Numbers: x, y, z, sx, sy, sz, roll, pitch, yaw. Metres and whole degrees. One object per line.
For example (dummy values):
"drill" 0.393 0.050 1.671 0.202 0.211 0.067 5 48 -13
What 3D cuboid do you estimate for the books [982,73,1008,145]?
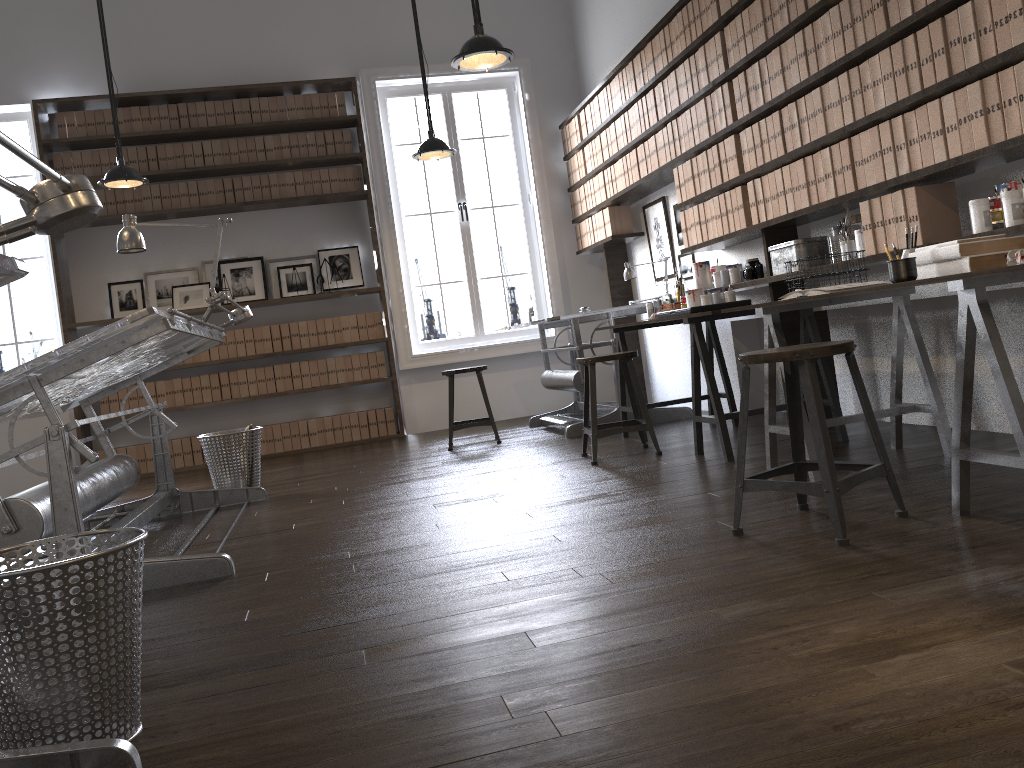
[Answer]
"books" 1.662 -0.909 2.917 0.175 0.226 0.066 -8 0 -12

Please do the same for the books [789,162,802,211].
"books" 1.405 -0.930 4.139 0.175 0.225 0.066 -8 0 -12

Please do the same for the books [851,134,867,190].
"books" 1.508 -0.922 3.654 0.175 0.225 0.066 -8 0 -12

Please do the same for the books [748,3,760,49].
"books" 1.258 -1.741 4.312 0.175 0.225 0.066 -8 0 -12

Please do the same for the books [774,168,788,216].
"books" 1.374 -0.932 4.271 0.175 0.226 0.067 -8 0 -12

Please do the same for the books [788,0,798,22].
"books" 1.331 -1.736 3.973 0.175 0.226 0.066 -8 0 -12

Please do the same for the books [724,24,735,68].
"books" 1.204 -1.746 4.582 0.174 0.226 0.066 -8 0 -12

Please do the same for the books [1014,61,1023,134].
"books" 1.687 -0.906 2.778 0.174 0.226 0.066 -8 0 -12

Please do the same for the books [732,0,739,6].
"books" 1.187 -2.018 4.452 0.175 0.226 0.066 -8 0 -12

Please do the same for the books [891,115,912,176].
"books" 1.561 -0.917 3.386 0.174 0.226 0.066 -8 0 -12

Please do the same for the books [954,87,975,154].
"books" 1.633 -0.911 3.048 0.175 0.225 0.066 -8 0 -12

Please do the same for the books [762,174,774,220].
"books" 1.351 -0.935 4.409 0.174 0.226 0.066 -8 0 -12

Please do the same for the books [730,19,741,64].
"books" 1.217 -1.745 4.513 0.175 0.226 0.066 -8 0 -12

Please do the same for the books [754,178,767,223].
"books" 1.333 -0.936 4.476 0.174 0.226 0.066 -8 0 -12

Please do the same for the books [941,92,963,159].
"books" 1.619 -0.912 3.110 0.175 0.225 0.066 -8 0 -12

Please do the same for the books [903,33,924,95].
"books" 1.551 -1.176 3.266 0.175 0.225 0.066 -8 0 -12

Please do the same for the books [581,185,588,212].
"books" 0.673 -1.527 7.270 0.175 0.226 0.067 -8 0 -12

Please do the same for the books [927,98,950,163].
"books" 1.602 -0.913 3.180 0.175 0.226 0.067 -8 0 -12

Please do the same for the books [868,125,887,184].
"books" 1.528 -0.919 3.527 0.175 0.226 0.067 -8 0 -12

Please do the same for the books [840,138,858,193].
"books" 1.488 -0.922 3.725 0.175 0.226 0.067 -8 0 -12

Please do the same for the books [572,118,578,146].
"books" 0.599 -2.073 7.265 0.175 0.226 0.067 -8 0 -12

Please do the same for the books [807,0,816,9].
"books" 1.362 -1.733 3.827 0.175 0.225 0.066 -8 0 -12

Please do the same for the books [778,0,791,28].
"books" 1.312 -1.736 4.042 0.174 0.226 0.066 -8 0 -12

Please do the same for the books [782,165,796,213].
"books" 1.391 -0.931 4.200 0.175 0.225 0.066 -8 0 -12

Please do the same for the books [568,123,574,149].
"books" 0.576 -2.076 7.403 0.174 0.226 0.066 -8 0 -12

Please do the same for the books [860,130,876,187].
"books" 1.519 -0.920 3.589 0.175 0.225 0.066 -8 0 -12

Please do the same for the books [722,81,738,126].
"books" 1.220 -1.483 4.680 0.175 0.226 0.066 -8 0 -12

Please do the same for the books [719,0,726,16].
"books" 1.163 -2.021 4.586 0.175 0.225 0.066 -8 0 -12

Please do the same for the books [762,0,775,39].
"books" 1.287 -1.739 4.181 0.175 0.226 0.066 -8 0 -12

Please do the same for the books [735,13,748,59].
"books" 1.227 -1.743 4.444 0.175 0.226 0.067 -8 0 -12

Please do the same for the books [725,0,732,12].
"books" 1.172 -2.019 4.523 0.175 0.226 0.067 -8 0 -12

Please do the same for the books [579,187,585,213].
"books" 0.663 -1.529 7.345 0.175 0.226 0.066 -8 0 -12

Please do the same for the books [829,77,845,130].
"books" 1.450 -1.184 3.745 0.175 0.225 0.066 -8 0 -12

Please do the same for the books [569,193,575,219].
"books" 0.599 -1.533 7.618 0.175 0.226 0.067 -8 0 -12

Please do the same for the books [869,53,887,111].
"books" 1.508 -1.179 3.469 0.174 0.226 0.066 -8 0 -12

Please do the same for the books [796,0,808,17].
"books" 1.341 -1.734 3.898 0.175 0.226 0.067 -8 0 -12

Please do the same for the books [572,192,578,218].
"books" 0.619 -1.532 7.553 0.175 0.226 0.066 -8 0 -12

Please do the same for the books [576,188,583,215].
"books" 0.644 -1.529 7.413 0.174 0.226 0.066 -8 0 -12

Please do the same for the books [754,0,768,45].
"books" 1.268 -1.740 4.246 0.175 0.226 0.067 -8 0 -12

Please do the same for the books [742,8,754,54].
"books" 1.244 -1.742 4.373 0.175 0.225 0.066 -8 0 -12

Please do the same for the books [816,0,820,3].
"books" 1.373 -1.732 3.762 0.175 0.225 0.066 -8 0 -12

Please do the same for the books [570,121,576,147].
"books" 0.589 -2.074 7.334 0.175 0.226 0.066 -8 0 -12

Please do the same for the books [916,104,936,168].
"books" 1.591 -0.915 3.250 0.175 0.226 0.066 -8 0 -12

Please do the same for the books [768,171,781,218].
"books" 1.363 -0.934 4.340 0.175 0.226 0.066 -8 0 -12

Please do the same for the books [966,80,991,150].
"books" 1.642 -0.909 2.982 0.175 0.226 0.067 -8 0 -12

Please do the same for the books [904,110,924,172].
"books" 1.579 -0.916 3.318 0.174 0.226 0.066 -8 0 -12

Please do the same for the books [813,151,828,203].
"books" 1.448 -0.927 3.939 0.174 0.226 0.066 -8 0 -12

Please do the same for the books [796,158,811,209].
"books" 1.414 -0.928 4.073 0.175 0.226 0.067 -8 0 -12

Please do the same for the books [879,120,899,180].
"books" 1.543 -0.917 3.456 0.175 0.226 0.066 -8 0 -12

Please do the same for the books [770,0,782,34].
"books" 1.302 -1.738 4.112 0.174 0.226 0.066 -8 0 -12

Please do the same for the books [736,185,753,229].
"books" 1.289 -0.939 4.677 0.175 0.226 0.067 -8 0 -12

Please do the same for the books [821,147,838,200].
"books" 1.459 -0.925 3.869 0.174 0.226 0.066 -8 0 -12

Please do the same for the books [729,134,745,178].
"books" 1.251 -1.207 4.674 0.175 0.226 0.067 -8 0 -12

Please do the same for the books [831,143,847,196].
"books" 1.478 -0.924 3.800 0.175 0.226 0.066 -8 0 -12

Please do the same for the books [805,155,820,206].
"books" 1.434 -0.928 4.008 0.175 0.226 0.066 -8 0 -12

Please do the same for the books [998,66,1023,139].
"books" 1.676 -0.908 2.848 0.174 0.226 0.066 -8 0 -12

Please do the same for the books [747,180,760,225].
"books" 1.315 -0.936 4.547 0.175 0.226 0.066 -8 0 -12

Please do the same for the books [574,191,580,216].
"books" 0.633 -1.531 7.484 0.174 0.226 0.066 -8 0 -12

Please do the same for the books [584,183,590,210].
"books" 0.693 -1.526 7.199 0.175 0.225 0.066 -8 0 -12
